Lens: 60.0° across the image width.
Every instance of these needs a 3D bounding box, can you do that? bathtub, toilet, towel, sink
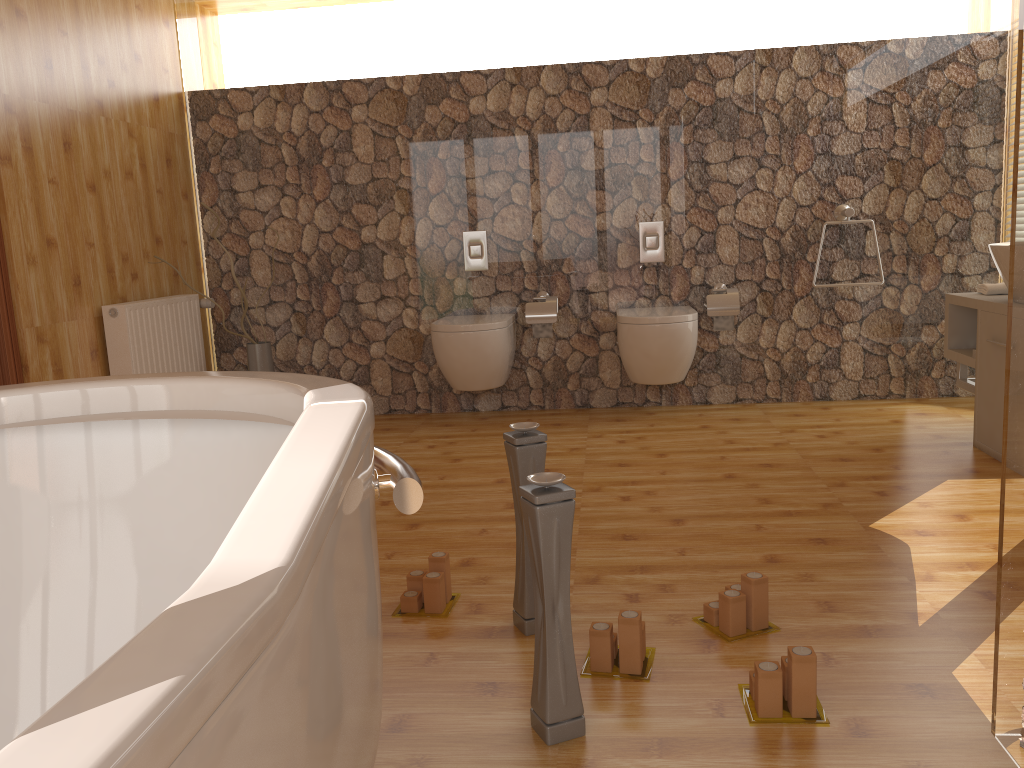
[{"bbox_3d":[-0.686,0.364,0.708,0.977,0.900,1.946,-2,9,9],"label":"bathtub"},{"bbox_3d":[-0.186,-0.146,4.317,0.371,0.337,0.507,-2,9,6],"label":"toilet"},{"bbox_3d":[1.987,-0.385,3.520,0.225,0.048,0.140,-1,10,12],"label":"towel"},{"bbox_3d":[1.957,-0.490,3.058,0.533,0.409,0.634,-2,9,6],"label":"sink"},{"bbox_3d":[0.690,-0.176,4.219,0.371,0.337,0.507,-2,9,6],"label":"toilet"}]

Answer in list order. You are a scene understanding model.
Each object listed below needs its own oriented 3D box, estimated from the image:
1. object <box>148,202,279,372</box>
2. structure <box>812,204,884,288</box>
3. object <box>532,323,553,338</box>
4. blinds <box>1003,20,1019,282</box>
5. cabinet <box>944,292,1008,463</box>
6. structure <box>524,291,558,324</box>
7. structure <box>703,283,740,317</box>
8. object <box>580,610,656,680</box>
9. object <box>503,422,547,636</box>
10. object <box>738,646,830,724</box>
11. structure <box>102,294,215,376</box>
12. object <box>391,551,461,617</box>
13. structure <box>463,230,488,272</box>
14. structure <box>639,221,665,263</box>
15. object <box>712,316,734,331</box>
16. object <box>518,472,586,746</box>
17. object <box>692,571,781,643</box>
[{"bbox_3d":[-1.307,-0.283,4.162,0.277,1.123,0.658,2,11,28],"label":"object"},{"bbox_3d":[1.595,-0.663,4.233,0.332,0.387,0.133,-2,9,6],"label":"structure"},{"bbox_3d":[0.153,-0.308,4.412,0.098,0.151,0.090,-2,9,6],"label":"object"},{"bbox_3d":[2.315,-0.994,3.938,0.042,2.178,0.420,-2,9,6],"label":"blinds"},{"bbox_3d":[1.989,-0.007,3.139,0.517,0.570,1.136,-2,9,6],"label":"cabinet"},{"bbox_3d":[0.145,-0.383,4.424,0.170,0.151,0.154,-2,9,6],"label":"structure"},{"bbox_3d":[1.018,-0.412,4.326,0.170,0.151,0.154,-2,9,6],"label":"structure"},{"bbox_3d":[0.221,0.521,1.853,0.141,0.131,0.141,-1,10,14],"label":"object"},{"bbox_3d":[0.820,-0.307,1.172,0.347,1.921,2.276,-11,12,-41],"label":"object"},{"bbox_3d":[0.504,0.538,1.657,0.141,0.131,0.141,-2,9,6],"label":"object"},{"bbox_3d":[-1.575,-0.093,4.085,0.150,0.600,0.745,-2,9,6],"label":"structure"},{"bbox_3d":[-0.215,0.487,2.197,0.141,0.131,0.141,-1,10,10],"label":"object"},{"bbox_3d":[-0.184,-0.672,4.481,0.120,0.200,0.010,-2,9,6],"label":"structure"},{"bbox_3d":[0.691,-0.701,4.383,0.120,0.200,0.010,-2,9,6],"label":"structure"},{"bbox_3d":[1.025,-0.337,4.314,0.098,0.151,0.090,-2,9,6],"label":"object"},{"bbox_3d":[0.072,0.397,1.580,0.080,0.478,0.080,-7,10,-22],"label":"object"},{"bbox_3d":[0.504,0.481,2.001,0.141,0.131,0.141,-7,10,-21],"label":"object"}]
